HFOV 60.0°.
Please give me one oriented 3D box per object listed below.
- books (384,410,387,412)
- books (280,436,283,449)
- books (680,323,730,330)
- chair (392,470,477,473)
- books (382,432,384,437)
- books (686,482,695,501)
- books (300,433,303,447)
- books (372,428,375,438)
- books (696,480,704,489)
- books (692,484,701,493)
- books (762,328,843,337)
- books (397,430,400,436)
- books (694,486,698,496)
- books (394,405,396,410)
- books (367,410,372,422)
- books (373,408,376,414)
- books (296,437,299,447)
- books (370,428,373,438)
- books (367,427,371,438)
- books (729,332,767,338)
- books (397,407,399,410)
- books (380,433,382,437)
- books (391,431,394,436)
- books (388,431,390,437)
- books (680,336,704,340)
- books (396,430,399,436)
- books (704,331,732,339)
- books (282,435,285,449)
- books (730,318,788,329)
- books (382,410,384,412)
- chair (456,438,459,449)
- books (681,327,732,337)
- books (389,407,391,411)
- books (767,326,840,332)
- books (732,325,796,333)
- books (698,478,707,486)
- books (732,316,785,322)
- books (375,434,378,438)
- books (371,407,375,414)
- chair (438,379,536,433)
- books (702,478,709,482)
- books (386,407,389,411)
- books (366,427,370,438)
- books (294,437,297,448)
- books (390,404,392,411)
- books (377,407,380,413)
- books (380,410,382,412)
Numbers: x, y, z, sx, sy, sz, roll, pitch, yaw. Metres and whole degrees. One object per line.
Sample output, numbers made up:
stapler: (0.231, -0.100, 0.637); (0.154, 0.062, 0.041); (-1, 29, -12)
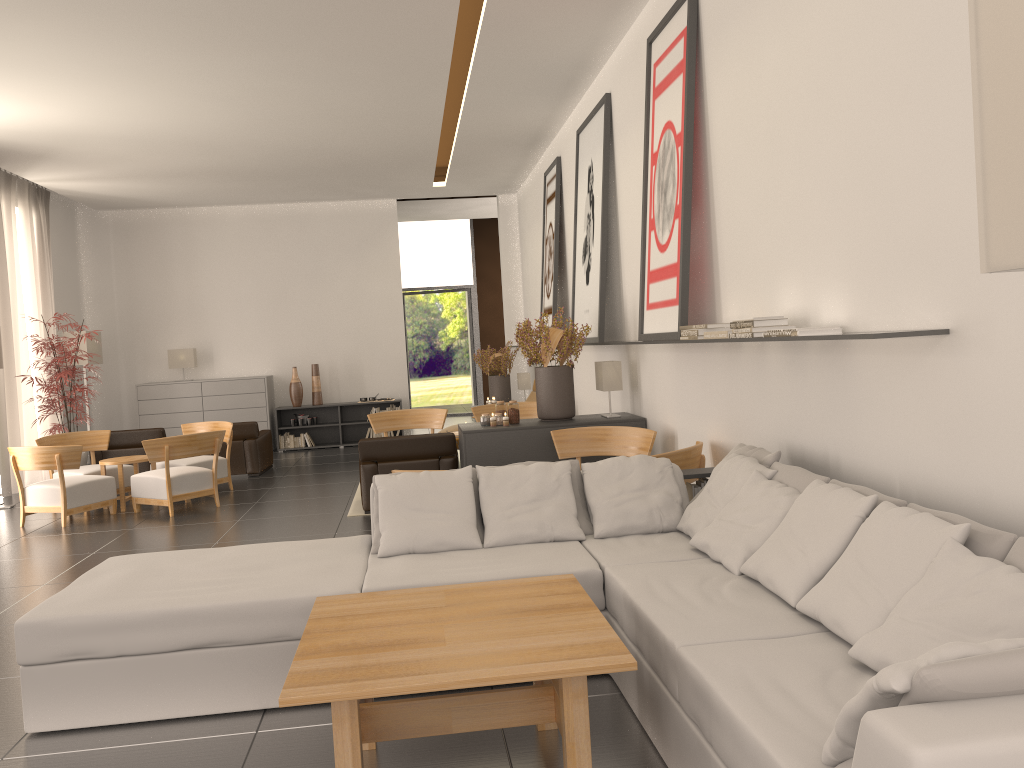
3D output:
books: (-3.159, 0.776, 22.213); (0.054, 0.249, 0.167); (-4, 2, -6)
books: (-5.680, 1.436, 21.904); (0.048, 0.305, 0.226); (-4, 2, -6)
books: (1.839, -0.542, 8.369); (0.299, 0.040, 0.526); (-4, 3, -16)
chair: (-0.326, 1.345, 8.453); (1.451, 1.226, 1.152); (-3, 2, 18)
books: (-3.232, 1.259, 22.205); (0.041, 0.335, 0.248); (-4, 2, -6)
books: (1.581, 1.003, 7.852); (0.015, 0.241, 0.180); (-4, 2, -6)
books: (-5.198, 1.391, 21.978); (0.054, 0.328, 0.187); (-4, 2, -6)
books: (-3.458, 1.253, 22.178); (0.041, 0.376, 0.248); (-4, 2, -6)
books: (1.669, 0.991, 7.847); (0.028, 0.254, 0.149); (-4, 2, -6)
books: (1.640, 1.008, 7.856); (0.028, 0.222, 0.175); (-4, 2, -6)
books: (2.080, -0.367, 6.377); (0.337, 0.034, 0.517); (-4, 3, -11)
books: (-2.840, 1.217, 22.248); (0.156, 0.371, 0.252); (-4, 2, -6)
books: (1.609, 1.013, 7.846); (0.034, 0.217, 0.161); (-4, 2, -6)
books: (-2.927, 0.708, 22.217); (0.039, 0.357, 0.210); (-4, 2, -6)
books: (-3.547, 0.783, 22.125); (0.142, 0.289, 0.252); (-4, 2, -6)
books: (-3.452, 0.762, 22.136); (0.130, 0.322, 0.252); (-4, 2, -6)
books: (-5.308, 1.438, 21.977); (0.054, 0.249, 0.167); (-4, 2, -6)
books: (-3.511, 1.274, 22.164); (0.071, 0.344, 0.265); (-4, 2, -6)
books: (-3.590, 1.266, 22.161); (0.156, 0.371, 0.252); (-4, 2, -6)
books: (1.966, -0.394, 7.045); (0.316, 0.040, 0.504); (-4, 3, -6)
books: (-2.839, 0.728, 22.220); (0.048, 0.305, 0.226); (-4, 2, -6)
books: (-3.277, 1.240, 22.213); (0.041, 0.376, 0.221); (-4, 2, -6)
books: (-3.001, 1.250, 22.236); (0.106, 0.325, 0.238); (-4, 2, -6)
books: (-3.084, 1.242, 22.247); (0.057, 0.346, 0.197); (-4, 2, -6)
books: (1.847, -0.444, 8.381); (0.377, 0.032, 0.504); (-4, 3, -6)
books: (-2.869, 1.225, 22.246); (0.154, 0.360, 0.249); (-4, 2, -6)
books: (1.913, -0.435, 7.762); (0.301, 0.064, 0.406); (-4, 3, -16)
books: (-5.634, 1.429, 21.899); (0.039, 0.312, 0.246); (-4, 2, -6)
books: (1.953, -0.477, 7.033); (0.284, 0.053, 0.485); (-4, 3, -6)
books: (-3.214, 0.780, 22.207); (0.054, 0.249, 0.167); (-4, 2, -6)
chair: (-0.136, 0.787, 17.470); (2.421, 1.485, 1.300); (-3, 2, 3)
books: (1.858, -0.492, 8.369); (0.391, 0.063, 0.498); (-4, 3, -6)
books: (-3.054, 0.736, 22.190); (0.039, 0.318, 0.236); (-4, 2, -6)
books: (2.090, -0.393, 6.370); (0.337, 0.018, 0.433); (-4, 3, -11)
books: (1.996, -0.435, 7.048); (0.350, 0.038, 0.525); (-4, 3, -1)
books: (1.693, 0.979, 7.853); (0.021, 0.274, 0.156); (-4, 2, -6)
books: (1.953, -0.516, 7.047); (0.256, 0.023, 0.434); (-4, 3, -6)
books: (-3.388, 1.273, 22.182); (0.057, 0.327, 0.257); (-4, 2, -6)
books: (-3.491, 0.748, 22.139); (0.138, 0.354, 0.236); (-4, 2, -6)
chair: (-0.351, 0.716, 19.313); (2.422, 1.485, 1.300); (-4, 2, -17)
books: (1.731, 0.977, 7.862); (0.028, 0.273, 0.165); (-4, 2, -6)
books: (-3.101, 0.743, 22.180); (0.054, 0.311, 0.244); (-4, 2, -6)
books: (-3.618, 1.274, 22.159); (0.154, 0.360, 0.249); (-4, 2, -6)
books: (-5.363, 1.442, 21.970); (0.054, 0.249, 0.167); (-4, 2, -6)
books: (-3.016, 0.701, 22.195); (0.039, 0.384, 0.232); (-4, 2, -6)
books: (-3.326, 0.748, 22.183); (0.054, 0.328, 0.187); (-4, 2, -6)
books: (-3.269, 0.783, 22.201); (0.054, 0.249, 0.167); (-4, 2, -6)
